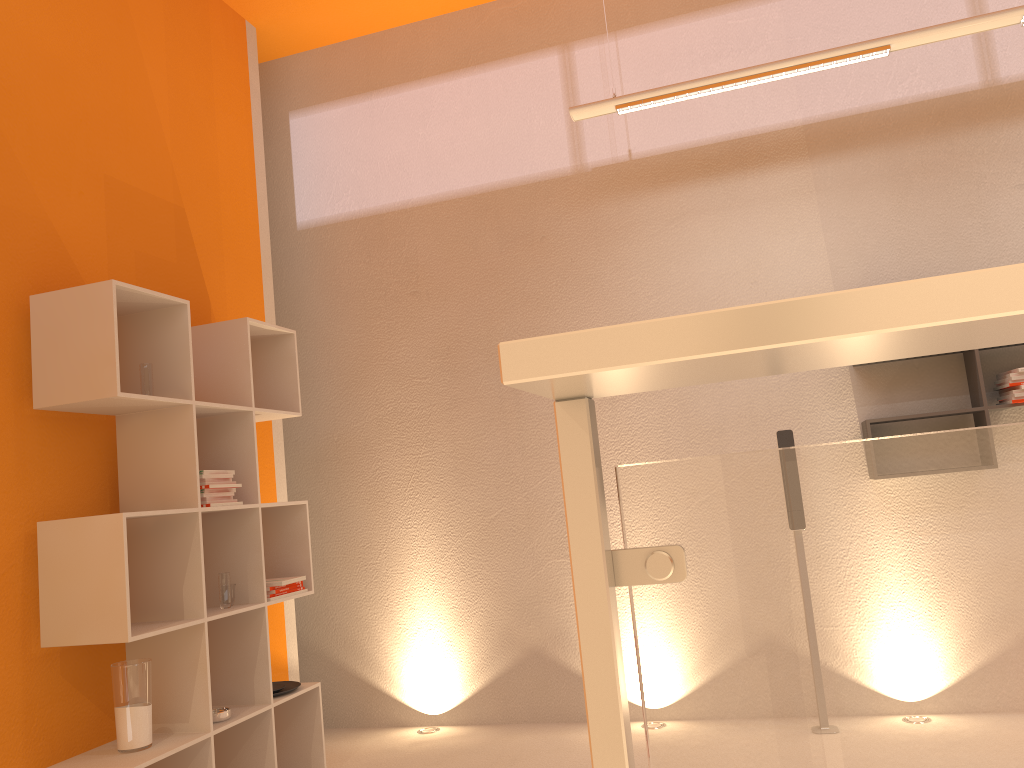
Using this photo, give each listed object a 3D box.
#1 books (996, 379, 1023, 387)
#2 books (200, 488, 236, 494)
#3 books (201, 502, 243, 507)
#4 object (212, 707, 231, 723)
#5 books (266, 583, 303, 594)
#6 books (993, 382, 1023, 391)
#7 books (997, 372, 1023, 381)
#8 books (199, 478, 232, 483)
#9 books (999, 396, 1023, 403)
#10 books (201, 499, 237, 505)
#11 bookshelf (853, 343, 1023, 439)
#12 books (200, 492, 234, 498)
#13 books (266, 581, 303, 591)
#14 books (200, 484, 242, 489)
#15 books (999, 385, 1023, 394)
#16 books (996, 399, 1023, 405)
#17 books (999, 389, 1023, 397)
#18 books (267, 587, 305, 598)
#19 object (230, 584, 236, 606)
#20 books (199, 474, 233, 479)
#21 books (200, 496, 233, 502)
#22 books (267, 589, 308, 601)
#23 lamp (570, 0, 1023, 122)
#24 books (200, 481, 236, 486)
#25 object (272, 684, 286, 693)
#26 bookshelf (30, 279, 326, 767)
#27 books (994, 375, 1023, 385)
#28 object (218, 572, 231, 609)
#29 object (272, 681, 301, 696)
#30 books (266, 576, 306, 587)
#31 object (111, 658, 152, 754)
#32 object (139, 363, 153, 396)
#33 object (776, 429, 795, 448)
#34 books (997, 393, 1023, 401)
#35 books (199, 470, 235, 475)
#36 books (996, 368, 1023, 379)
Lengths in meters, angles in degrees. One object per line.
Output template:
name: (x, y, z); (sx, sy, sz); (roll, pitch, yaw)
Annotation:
books: (2.251, -0.015, 3.803); (0.268, 0.011, 0.190); (-7, -7, 13)
books: (-1.254, 0.432, 3.505); (0.227, 0.017, 0.230); (-7, -7, 11)
books: (-1.248, 0.487, 3.488); (0.296, 0.013, 0.210); (-8, -7, 16)
object: (-1.120, 1.257, 3.364); (0.105, 0.035, 0.106); (-2, -8, -30)
books: (-1.046, 0.888, 3.827); (0.190, 0.015, 0.254); (-7, -7, 12)
books: (2.256, -0.004, 3.801); (0.297, 0.013, 0.210); (-7, -7, 11)
books: (2.246, -0.043, 3.803); (0.254, 0.015, 0.190); (-7, -7, 13)
books: (-1.271, 0.393, 3.503); (0.254, 0.015, 0.190); (-7, -7, 12)
books: (2.258, 0.055, 3.795); (0.268, 0.011, 0.190); (-7, -7, 13)
books: (-1.253, 0.475, 3.491); (0.268, 0.011, 0.190); (-8, -8, 18)
bookshelf: (3.239, 0.488, 3.460); (3.370, 2.145, 0.322); (-8, -8, 18)
books: (-1.259, 0.447, 3.491); (0.254, 0.015, 0.190); (-8, -8, 18)
books: (-1.053, 0.873, 3.822); (0.190, 0.015, 0.254); (-8, -8, 18)
books: (-1.255, 0.416, 3.497); (0.296, 0.013, 0.210); (-8, -7, 16)
books: (2.257, 0.012, 3.808); (0.227, 0.017, 0.230); (-7, -7, 6)
books: (2.263, 0.067, 3.792); (0.297, 0.013, 0.210); (-7, -7, 11)
books: (2.253, 0.027, 3.794); (0.254, 0.015, 0.190); (-7, -7, 13)
books: (-1.047, 0.900, 3.816); (0.190, 0.011, 0.268); (-8, -8, 18)
object: (2.801, 2.128, 3.094); (7.694, 3.502, 0.190); (-6, -7, 5)
books: (-1.266, 0.377, 3.500); (0.254, 0.015, 0.190); (-8, -8, 18)
books: (-1.264, 0.463, 3.494); (0.254, 0.015, 0.190); (-7, -7, 12)
books: (-1.047, 0.912, 3.811); (0.210, 0.013, 0.296); (-8, -7, 16)
lamp: (1.748, -1.923, 3.661); (3.195, 1.052, 0.120); (-8, -7, 16)
books: (-1.260, 0.405, 3.500); (0.268, 0.011, 0.190); (-8, -8, 18)
object: (-1.053, 1.307, 3.776); (0.178, 0.020, 0.178); (-10, -9, 33)
bookshelf: (-0.009, 1.949, 3.856); (3.516, 4.600, 1.107); (-2, -8, -26)
books: (2.240, -0.027, 3.806); (0.254, 0.015, 0.190); (-7, -7, 7)
object: (1.850, 2.448, 0.865); (0.870, 4.604, 7.392); (1, -10, -43)
object: (-1.049, 1.309, 3.777); (0.294, 0.020, 0.294); (-1, -9, -34)
books: (-1.043, 0.855, 3.818); (0.230, 0.017, 0.227); (-7, -7, 11)
object: (-1.303, 1.106, 3.052); (0.129, 0.291, 0.129); (2, -10, -45)
object: (1.687, 2.073, 1.058); (6.779, 5.384, 0.351); (-11, -9, 36)
object: (1.301, 0.859, 3.949); (0.111, 1.317, 0.116); (-7, -7, 13)
books: (2.247, 0.043, 3.797); (0.254, 0.015, 0.190); (-7, -7, 7)
books: (-1.261, 0.362, 3.513); (0.227, 0.017, 0.230); (-7, -7, 11)
books: (2.250, -0.058, 3.817); (0.227, 0.017, 0.230); (-7, -7, 6)
